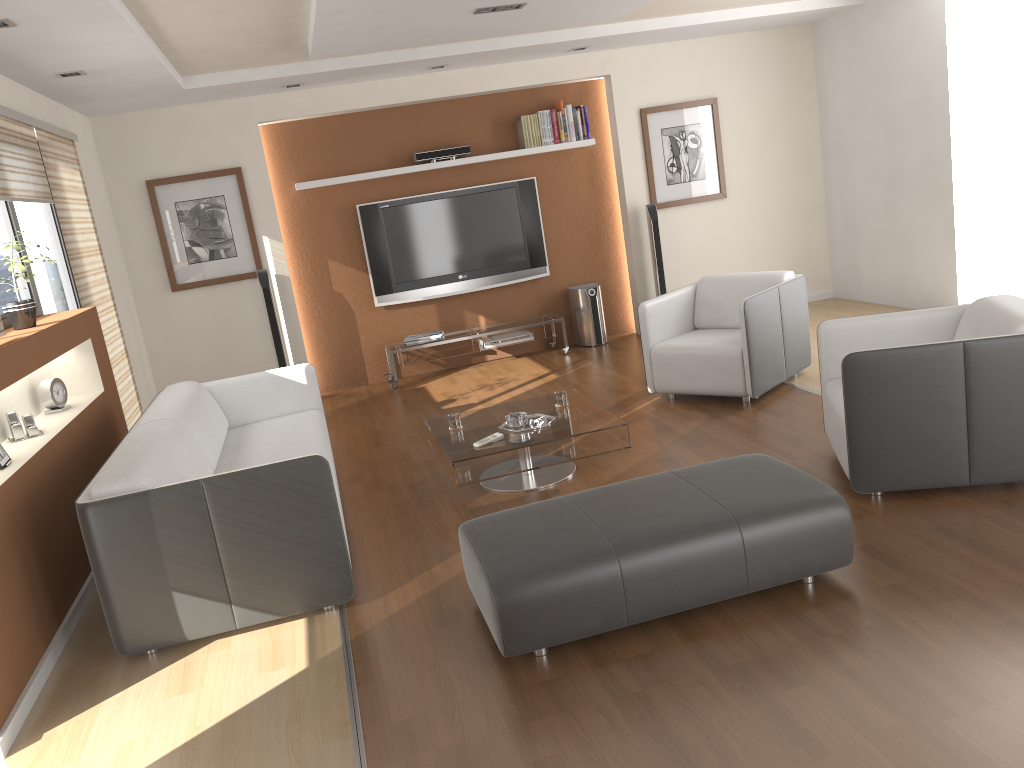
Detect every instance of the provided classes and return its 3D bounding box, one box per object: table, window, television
[{"bbox_3d":[0.062,0.345,4.761,0.900,0.300,0.900,-12,13,-12],"label":"table"},{"bbox_3d":[-2.599,-0.671,3.792,0.010,0.986,2.817,-12,13,-12],"label":"window"},{"bbox_3d":[-0.496,-1.248,7.816,1.594,0.900,0.097,-12,13,-12],"label":"television"},{"bbox_3d":[-2.971,-0.463,5.779,0.010,2.162,0.889,-12,13,-12],"label":"window"}]

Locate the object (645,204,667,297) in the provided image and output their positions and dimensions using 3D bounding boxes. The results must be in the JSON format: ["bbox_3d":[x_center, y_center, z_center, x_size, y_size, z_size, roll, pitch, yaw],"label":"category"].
[{"bbox_3d":[1.307,-1.016,7.923,0.228,1.165,0.215,-10,13,-7],"label":"object"}]

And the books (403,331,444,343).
[{"bbox_3d":[-0.765,-0.407,7.695,0.326,0.017,0.228,-8,13,5],"label":"books"}]

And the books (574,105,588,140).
[{"bbox_3d":[0.607,-2.303,7.844,0.041,0.293,0.169,-12,13,-12],"label":"books"}]

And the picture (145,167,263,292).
[{"bbox_3d":[-2.450,-1.237,7.109,0.734,0.884,0.025,-12,13,-12],"label":"picture"}]

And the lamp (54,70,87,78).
[{"bbox_3d":[-2.508,-1.794,5.014,0.146,0.087,0.146,-12,13,-12],"label":"lamp"}]

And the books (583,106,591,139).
[{"bbox_3d":[0.642,-2.307,7.852,0.029,0.286,0.169,-12,13,-12],"label":"books"}]

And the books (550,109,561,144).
[{"bbox_3d":[0.361,-2.253,7.792,0.053,0.293,0.169,-12,13,-12],"label":"books"}]

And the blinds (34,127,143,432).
[{"bbox_3d":[-2.710,-0.523,5.831,0.001,2.200,0.980,-12,13,-12],"label":"blinds"}]

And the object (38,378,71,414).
[{"bbox_3d":[-2.433,0.058,4.707,0.096,0.176,0.160,-8,13,3],"label":"object"}]

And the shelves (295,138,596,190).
[{"bbox_3d":[-0.545,-1.895,7.633,2.612,0.050,0.200,-12,13,-12],"label":"shelves"}]

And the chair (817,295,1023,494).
[{"bbox_3d":[1.893,0.012,3.919,0.919,0.661,0.767,-6,13,13],"label":"chair"}]

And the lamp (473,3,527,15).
[{"bbox_3d":[-0.075,-2.195,5.081,0.291,0.087,0.146,-12,13,-12],"label":"lamp"}]

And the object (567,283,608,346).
[{"bbox_3d":[0.708,-0.631,8.075,0.286,0.518,0.323,-12,13,-12],"label":"object"}]

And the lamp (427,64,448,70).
[{"bbox_3d":[-0.596,-2.550,7.020,0.146,0.087,0.146,-12,13,-12],"label":"lamp"}]

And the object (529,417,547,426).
[{"bbox_3d":[0.141,0.187,4.626,0.051,0.035,0.147,-2,14,29],"label":"object"}]

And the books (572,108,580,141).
[{"bbox_3d":[0.541,-2.283,7.837,0.041,0.278,0.157,-12,13,-12],"label":"books"}]

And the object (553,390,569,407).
[{"bbox_3d":[0.273,0.081,4.918,0.079,0.077,0.079,-14,14,-23],"label":"object"}]

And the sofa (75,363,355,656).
[{"bbox_3d":[-1.356,0.423,4.376,0.919,0.661,2.238,-12,13,-12],"label":"sofa"}]

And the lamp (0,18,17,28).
[{"bbox_3d":[-2.189,-1.553,3.725,0.146,0.087,0.146,-12,13,-12],"label":"lamp"}]

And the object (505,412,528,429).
[{"bbox_3d":[0.026,0.185,4.616,0.118,0.079,0.117,-10,13,-5],"label":"object"}]

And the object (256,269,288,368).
[{"bbox_3d":[-1.922,-0.352,7.250,0.228,1.165,0.215,-13,13,-16],"label":"object"}]

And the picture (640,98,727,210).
[{"bbox_3d":[1.542,-2.057,7.941,0.734,0.884,0.025,-12,13,-12],"label":"picture"}]

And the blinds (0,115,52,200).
[{"bbox_3d":[-2.554,-1.151,4.466,0.001,0.441,1.432,-12,13,-12],"label":"blinds"}]

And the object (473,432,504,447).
[{"bbox_3d":[-0.120,0.280,4.425,0.158,0.029,0.064,-16,15,-30],"label":"object"}]

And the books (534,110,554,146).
[{"bbox_3d":[0.282,-2.238,7.780,0.104,0.295,0.146,-12,13,-12],"label":"books"}]

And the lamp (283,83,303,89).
[{"bbox_3d":[-1.685,-2.326,6.793,0.146,0.087,0.146,-12,13,-12],"label":"lamp"}]

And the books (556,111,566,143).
[{"bbox_3d":[0.410,-2.247,7.797,0.041,0.266,0.186,-12,13,-12],"label":"books"}]

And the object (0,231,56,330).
[{"bbox_3d":[-2.439,-0.518,4.420,0.342,0.477,0.268,-14,14,-22],"label":"object"}]

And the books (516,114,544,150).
[{"bbox_3d":[0.154,-2.201,7.752,0.167,0.275,0.195,-12,13,-12],"label":"books"}]

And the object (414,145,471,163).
[{"bbox_3d":[-0.598,-1.962,7.603,0.470,0.109,0.182,-12,13,-12],"label":"object"}]

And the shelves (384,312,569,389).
[{"bbox_3d":[-0.336,-0.307,7.831,1.617,0.340,0.444,-12,13,-12],"label":"shelves"}]

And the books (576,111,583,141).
[{"bbox_3d":[0.578,-2.275,7.842,0.028,0.248,0.169,-12,13,-12],"label":"books"}]

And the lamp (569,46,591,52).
[{"bbox_3d":[0.550,-2.786,7.258,0.146,0.087,0.146,-12,13,-12],"label":"lamp"}]

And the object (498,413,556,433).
[{"bbox_3d":[0.081,0.204,4.658,0.315,0.011,0.273,-10,13,-5],"label":"object"}]

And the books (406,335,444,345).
[{"bbox_3d":[-0.763,-0.395,7.698,0.326,0.017,0.228,-11,13,-8],"label":"books"}]

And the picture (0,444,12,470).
[{"bbox_3d":[-2.142,0.241,3.601,0.133,0.216,0.159,-13,13,-17],"label":"picture"}]

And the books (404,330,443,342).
[{"bbox_3d":[-0.767,-0.419,7.692,0.326,0.017,0.228,-9,13,0],"label":"books"}]

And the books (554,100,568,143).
[{"bbox_3d":[0.434,-2.300,7.802,0.028,0.358,0.169,-12,13,-12],"label":"books"}]

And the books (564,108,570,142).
[{"bbox_3d":[0.463,-2.274,7.815,0.022,0.293,0.167,-12,13,-12],"label":"books"}]

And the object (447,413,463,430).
[{"bbox_3d":[-0.309,0.202,4.790,0.079,0.077,0.079,-14,14,-23],"label":"object"}]

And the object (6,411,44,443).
[{"bbox_3d":[-2.294,0.184,4.155,0.141,0.131,0.141,-17,15,-33],"label":"object"}]

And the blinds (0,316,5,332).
[{"bbox_3d":[-2.168,-0.602,3.152,0.001,1.044,1.432,-12,13,-12],"label":"blinds"}]

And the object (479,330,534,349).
[{"bbox_3d":[-0.048,-0.398,7.858,0.435,0.052,0.274,-12,13,-12],"label":"object"}]

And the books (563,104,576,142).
[{"bbox_3d":[0.497,-2.289,7.814,0.050,0.313,0.179,-12,13,-12],"label":"books"}]

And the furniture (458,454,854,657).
[{"bbox_3d":[0.491,0.567,3.247,1.291,0.301,0.685,-12,13,-12],"label":"furniture"}]

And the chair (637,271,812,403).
[{"bbox_3d":[1.424,-0.328,5.849,0.767,0.706,0.919,3,17,42],"label":"chair"}]
